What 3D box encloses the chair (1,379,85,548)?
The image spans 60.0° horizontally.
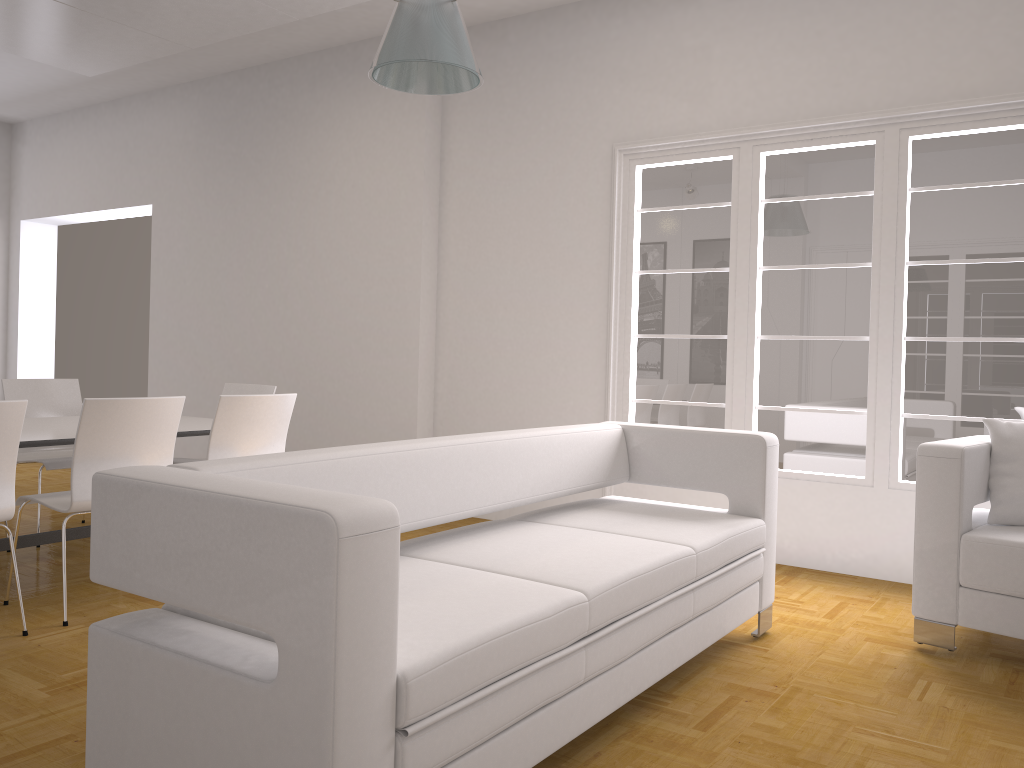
[{"bbox_3d":[-2.731,0.443,5.361,0.575,0.931,0.561,2,1,34],"label":"chair"}]

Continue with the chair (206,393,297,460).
[{"bbox_3d":[-1.446,0.505,4.482,0.575,0.931,0.561,2,1,34],"label":"chair"}]

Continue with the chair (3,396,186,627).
[{"bbox_3d":[-1.815,0.511,3.933,0.575,0.931,0.561,2,1,34],"label":"chair"}]

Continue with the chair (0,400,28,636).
[{"bbox_3d":[-2.206,0.518,3.351,0.575,0.931,0.561,2,1,34],"label":"chair"}]

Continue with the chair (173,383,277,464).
[{"bbox_3d":[-1.782,0.470,5.348,0.561,0.931,0.575,2,1,34],"label":"chair"}]

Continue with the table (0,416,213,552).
[{"bbox_3d":[-2.481,0.581,4.344,1.211,0.722,2.411,3,2,34],"label":"table"}]

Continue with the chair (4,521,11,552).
[{"bbox_3d":[-3.122,0.450,4.779,0.575,0.931,0.561,2,1,34],"label":"chair"}]

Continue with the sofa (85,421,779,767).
[{"bbox_3d":[0.077,0.621,2.917,0.822,0.848,2.622,2,2,34],"label":"sofa"}]

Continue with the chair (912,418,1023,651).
[{"bbox_3d":[2.297,0.619,3.521,1.097,0.911,0.801,3,2,44],"label":"chair"}]

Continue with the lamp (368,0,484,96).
[{"bbox_3d":[-0.329,-1.855,3.572,0.465,1.249,0.464,2,1,33],"label":"lamp"}]

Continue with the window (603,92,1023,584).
[{"bbox_3d":[2.040,-0.212,4.816,3.351,2.527,0.195,2,1,34],"label":"window"}]
